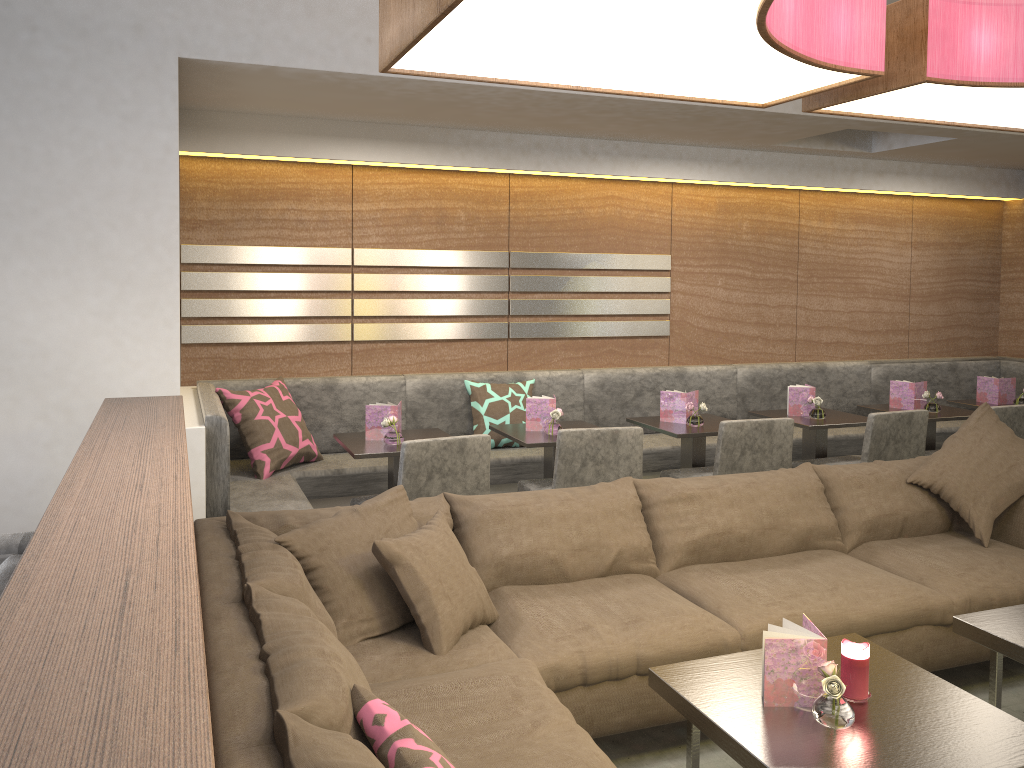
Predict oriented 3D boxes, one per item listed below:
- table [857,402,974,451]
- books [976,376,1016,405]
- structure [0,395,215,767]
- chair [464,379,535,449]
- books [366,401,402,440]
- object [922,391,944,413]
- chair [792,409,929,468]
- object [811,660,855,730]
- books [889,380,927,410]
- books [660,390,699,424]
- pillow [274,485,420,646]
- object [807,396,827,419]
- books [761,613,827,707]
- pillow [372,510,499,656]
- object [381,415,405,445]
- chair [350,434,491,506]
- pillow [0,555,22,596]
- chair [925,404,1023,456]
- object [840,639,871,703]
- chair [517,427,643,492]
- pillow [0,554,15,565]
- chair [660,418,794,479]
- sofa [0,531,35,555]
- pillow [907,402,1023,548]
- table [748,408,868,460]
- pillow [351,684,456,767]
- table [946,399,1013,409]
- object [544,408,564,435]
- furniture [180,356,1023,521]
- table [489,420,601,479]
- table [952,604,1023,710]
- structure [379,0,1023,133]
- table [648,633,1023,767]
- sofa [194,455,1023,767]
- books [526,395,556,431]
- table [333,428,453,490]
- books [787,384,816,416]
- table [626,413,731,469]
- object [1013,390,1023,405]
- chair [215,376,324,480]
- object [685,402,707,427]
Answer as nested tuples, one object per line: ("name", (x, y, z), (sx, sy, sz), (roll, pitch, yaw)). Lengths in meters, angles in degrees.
("table", (2.355, 0.473, 5.075), (0.506, 0.652, 0.508), (-1, 5, -21))
("books", (2.950, 0.038, 5.389), (0.157, 0.164, 0.143), (-2, 5, -26))
("structure", (-0.472, 0.764, 1.011), (0.224, 1.002, 3.795), (0, 7, -21))
("chair", (-0.042, 0.174, 4.857), (0.427, 0.394, 0.220), (-1, 4, -20))
("books", (-0.583, 0.168, 4.022), (0.143, 0.164, 0.158), (1, 5, -1))
("object", (2.364, 0.097, 4.973), (0.106, 0.125, 0.093), (1, 4, 10))
("chair", (1.772, 0.485, 4.491), (0.477, 0.759, 0.494), (-1, 4, -25))
("object", (0.711, 0.688, 1.958), (0.092, 0.131, 0.102), (3, 5, 34))
("books", (2.299, 0.063, 5.130), (0.158, 0.164, 0.143), (-3, 6, -41))
("books", (0.867, 0.115, 4.579), (0.143, 0.164, 0.158), (4, 6, 34))
("pillow", (-0.415, 0.533, 2.563), (0.292, 0.392, 0.528), (4, 6, 38))
("object", (1.624, 0.123, 4.697), (0.095, 0.125, 0.105), (-1, 5, -21))
("books", (0.650, 0.657, 2.110), (0.143, 0.164, 0.158), (1, 5, -1))
("pillow", (-0.209, 0.569, 2.524), (0.235, 0.321, 0.382), (2, 5, 24))
("object", (-0.517, 0.202, 3.869), (0.094, 0.125, 0.108), (2, 5, 22))
("chair", (-0.365, 0.563, 3.669), (0.477, 0.759, 0.494), (-1, 4, -29))
("pillow", (-1.244, 0.642, 2.034), (0.181, 0.318, 0.642), (-1, 6, -21))
("chair", (2.487, 0.462, 4.745), (0.477, 0.759, 0.494), (-1, 4, -22))
("object", (0.809, 0.674, 2.086), (0.076, 0.128, 0.076), (4, 5, 41))
("chair", (0.315, 0.537, 3.944), (0.477, 0.759, 0.494), (0, 4, -14))
("pillow", (-1.606, 0.613, 2.294), (0.560, 0.305, 0.189), (-2, 4, -20))
("chair", (1.031, 0.511, 4.213), (0.477, 0.759, 0.494), (-1, 4, -19))
("sofa", (-0.959, 0.974, 0.827), (0.836, 0.625, 3.820), (-1, 7, -21))
("pillow", (1.846, 0.338, 3.427), (0.621, 0.511, 0.300), (0, 4, -7))
("table", (1.639, 0.499, 4.800), (0.506, 0.652, 0.508), (-1, 5, -21))
("pillow", (-0.134, 0.704, 1.499), (0.180, 0.251, 0.466), (-1, 6, -25))
("table", (3.004, 0.449, 5.324), (0.506, 0.652, 0.508), (-1, 5, -21))
("object", (0.195, 0.175, 4.150), (0.092, 0.125, 0.111), (1, 5, 11))
("furniture", (1.702, 0.555, 3.528), (5.649, 0.849, 4.281), (-2, 7, -21))
("table", (0.209, 0.551, 4.250), (0.506, 0.652, 0.508), (-1, 5, -21))
("table", (1.716, 0.914, 2.417), (0.658, 0.410, 0.661), (-2, 6, -21))
("structure", (1.245, -0.976, 1.479), (2.447, 0.616, 2.456), (-2, 7, -21))
("table", (0.766, 0.948, 2.052), (0.658, 0.410, 0.661), (-2, 6, -21))
("sofa", (1.133, 0.875, 1.625), (3.180, 0.672, 3.787), (-2, 7, -21))
("books", (0.136, 0.142, 4.298), (0.143, 0.164, 0.158), (1, 5, -1))
("table", (-0.506, 0.577, 3.975), (0.506, 0.652, 0.508), (-1, 5, -21))
("books", (1.562, 0.090, 4.846), (0.143, 0.164, 0.158), (1, 5, -1))
("table", (0.924, 0.525, 4.525), (0.506, 0.652, 0.508), (-1, 5, -21))
("object", (3.020, 0.073, 5.230), (0.097, 0.125, 0.100), (4, 6, 39))
("chair", (-1.156, 0.204, 4.258), (0.295, 0.425, 0.493), (2, 5, 22))
("object", (0.921, 0.149, 4.423), (0.102, 0.125, 0.095), (3, 5, 33))
